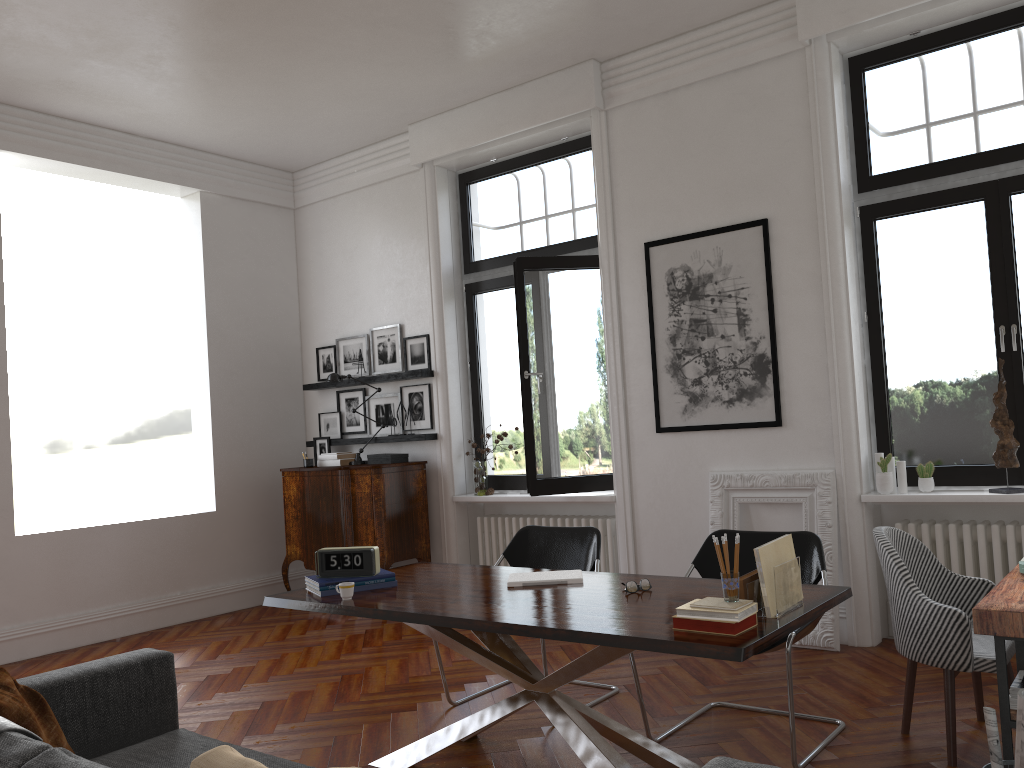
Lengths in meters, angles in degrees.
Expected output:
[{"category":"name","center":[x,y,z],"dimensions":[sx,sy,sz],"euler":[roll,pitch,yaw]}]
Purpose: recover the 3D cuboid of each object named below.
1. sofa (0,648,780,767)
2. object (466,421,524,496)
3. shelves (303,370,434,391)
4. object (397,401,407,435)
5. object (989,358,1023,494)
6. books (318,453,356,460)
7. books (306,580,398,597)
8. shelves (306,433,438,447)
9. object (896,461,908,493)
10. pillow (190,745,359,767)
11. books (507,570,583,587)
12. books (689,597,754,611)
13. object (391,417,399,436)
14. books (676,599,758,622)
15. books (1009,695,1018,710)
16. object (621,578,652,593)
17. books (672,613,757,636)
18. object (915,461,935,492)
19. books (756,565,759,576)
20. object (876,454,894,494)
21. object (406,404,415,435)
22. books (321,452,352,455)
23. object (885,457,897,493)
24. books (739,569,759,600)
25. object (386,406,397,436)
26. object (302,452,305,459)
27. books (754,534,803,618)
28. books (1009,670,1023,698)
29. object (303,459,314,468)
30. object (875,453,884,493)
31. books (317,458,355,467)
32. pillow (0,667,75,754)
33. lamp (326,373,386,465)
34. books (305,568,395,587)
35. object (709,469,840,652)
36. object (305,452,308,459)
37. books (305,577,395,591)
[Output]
[{"category":"sofa","center":[-0.770,1.213,2.242],"dimensions":[2.647,0.828,1.262],"euler":[-6,-3,38]},{"category":"object","center":[-0.137,0.601,7.215],"dimensions":[0.542,0.599,0.317],"euler":[-4,-2,8]},{"category":"shelves","center":[-1.288,-0.026,7.784],"dimensions":[1.516,0.055,0.158],"euler":[-6,-4,38]},{"category":"object","center":[-0.934,0.291,7.540],"dimensions":[0.118,0.298,0.040],"euler":[-5,-2,38]},{"category":"object","center":[2.728,0.231,4.923],"dimensions":[0.143,0.753,0.165],"euler":[-3,-2,-10]},{"category":"books","center":[-1.493,0.627,7.650],"dimensions":[0.239,0.044,0.254],"euler":[-6,-4,38]},{"category":"books","center":[-0.727,0.907,4.005],"dimensions":[0.347,0.027,0.264],"euler":[-2,-3,-27]},{"category":"shelves","center":[-1.255,0.496,7.769],"dimensions":[1.516,0.055,0.156],"euler":[-6,-4,38]},{"category":"object","center":[2.315,0.552,5.264],"dimensions":[0.051,0.188,0.051],"euler":[-3,-2,-17]},{"category":"pillow","center":[-0.401,0.939,1.746],"dimensions":[0.486,0.460,0.225],"euler":[-5,-3,37]},{"category":"books","center":[0.146,0.851,3.879],"dimensions":[0.325,0.026,0.231],"euler":[-4,-3,3]},{"category":"books","center":[0.665,0.698,2.818],"dimensions":[0.159,0.008,0.128],"euler":[-6,-4,39]},{"category":"object","center":[-0.999,0.364,7.546],"dimensions":[0.066,0.160,0.040],"euler":[-5,-2,38]},{"category":"books","center":[0.651,0.718,2.815],"dimensions":[0.208,0.028,0.164],"euler":[-6,-4,36]},{"category":"books","center":[1.806,1.031,2.892],"dimensions":[0.309,0.038,0.225],"euler":[-6,-4,37]},{"category":"object","center":[0.498,0.797,3.526],"dimensions":[0.114,0.047,0.133],"euler":[-4,-3,1]},{"category":"books","center":[0.643,0.752,2.816],"dimensions":[0.216,0.040,0.159],"euler":[-6,-4,40]},{"category":"object","center":[2.443,0.544,5.227],"dimensions":[0.099,0.185,0.097],"euler":[-2,-2,-29]},{"category":"books","center":[0.894,0.688,3.069],"dimensions":[0.041,0.157,0.128],"euler":[-5,-3,38]},{"category":"object","center":[2.212,0.531,5.265],"dimensions":[0.102,0.244,0.098],"euler":[-4,-2,15]},{"category":"object","center":[-0.862,0.304,7.519],"dimensions":[0.110,0.262,0.040],"euler":[-5,-2,38]},{"category":"books","center":[-1.511,0.598,7.637],"dimensions":[0.201,0.014,0.179],"euler":[-6,-4,38]},{"category":"object","center":[2.277,0.545,5.324],"dimensions":[0.051,0.213,0.051],"euler":[-3,-2,-17]},{"category":"books","center":[0.833,0.714,3.063],"dimensions":[0.029,0.124,0.221],"euler":[-5,-3,38]},{"category":"object","center":[-1.040,0.320,7.611],"dimensions":[0.124,0.260,0.040],"euler":[-5,-2,38]},{"category":"object","center":[-1.773,0.641,7.589],"dimensions":[0.050,0.119,0.010],"euler":[-5,-2,40]},{"category":"books","center":[0.913,0.651,3.028],"dimensions":[0.043,0.239,0.310],"euler":[-5,-3,37]},{"category":"books","center":[1.816,0.995,2.894],"dimensions":[0.309,0.038,0.225],"euler":[-6,-4,38]},{"category":"object","center":[-1.737,0.678,7.572],"dimensions":[0.091,0.077,0.091],"euler":[-4,-3,11]},{"category":"object","center":[2.236,0.538,5.380],"dimensions":[0.051,0.238,0.051],"euler":[-3,-2,-17]},{"category":"books","center":[-1.494,0.677,7.645],"dimensions":[0.295,0.057,0.229],"euler":[-6,-4,38]},{"category":"pillow","center":[-1.563,1.092,2.768],"dimensions":[0.330,0.396,0.470],"euler":[-3,-3,-15]},{"category":"lamp","center":[-1.333,0.294,7.602],"dimensions":[0.491,0.802,0.174],"euler":[-4,-2,2]},{"category":"books","center":[-0.731,0.868,3.991],"dimensions":[0.344,0.017,0.250],"euler":[-2,-3,-27]},{"category":"object","center":[1.614,1.080,5.542],"dimensions":[0.831,1.061,0.233],"euler":[-5,-2,38]},{"category":"object","center":[-1.753,0.647,7.603],"dimensions":[0.046,0.139,0.010],"euler":[-5,-2,35]},{"category":"books","center":[-0.730,0.884,3.990],"dimensions":[0.344,0.017,0.250],"euler":[-2,-3,-27]}]
